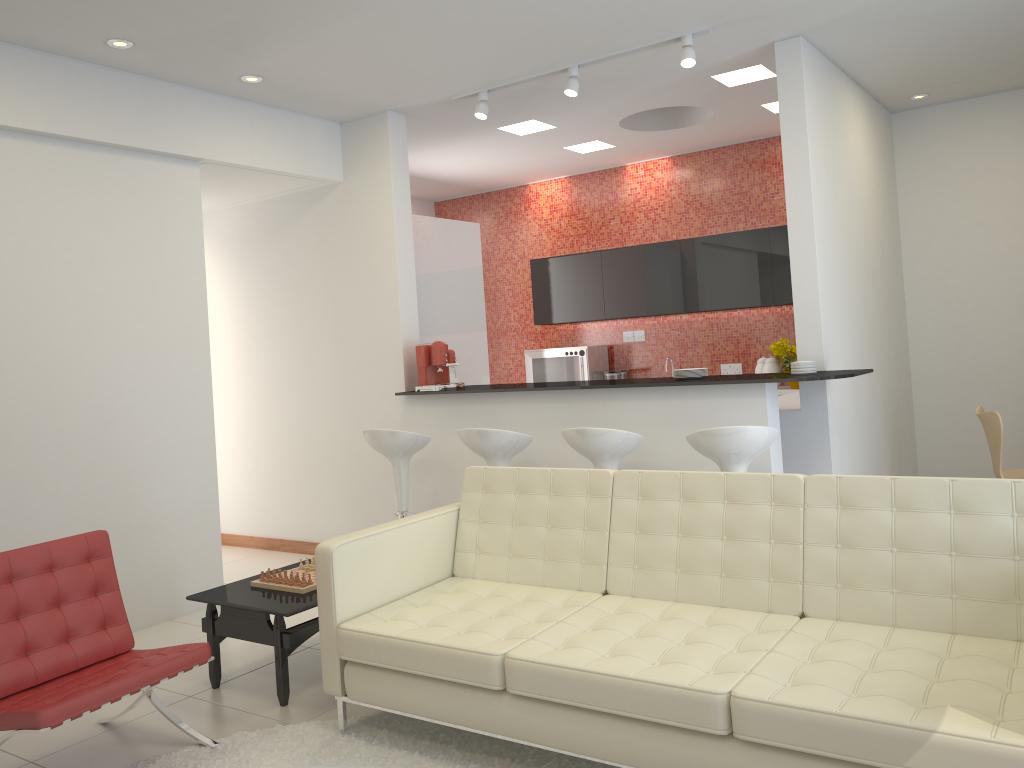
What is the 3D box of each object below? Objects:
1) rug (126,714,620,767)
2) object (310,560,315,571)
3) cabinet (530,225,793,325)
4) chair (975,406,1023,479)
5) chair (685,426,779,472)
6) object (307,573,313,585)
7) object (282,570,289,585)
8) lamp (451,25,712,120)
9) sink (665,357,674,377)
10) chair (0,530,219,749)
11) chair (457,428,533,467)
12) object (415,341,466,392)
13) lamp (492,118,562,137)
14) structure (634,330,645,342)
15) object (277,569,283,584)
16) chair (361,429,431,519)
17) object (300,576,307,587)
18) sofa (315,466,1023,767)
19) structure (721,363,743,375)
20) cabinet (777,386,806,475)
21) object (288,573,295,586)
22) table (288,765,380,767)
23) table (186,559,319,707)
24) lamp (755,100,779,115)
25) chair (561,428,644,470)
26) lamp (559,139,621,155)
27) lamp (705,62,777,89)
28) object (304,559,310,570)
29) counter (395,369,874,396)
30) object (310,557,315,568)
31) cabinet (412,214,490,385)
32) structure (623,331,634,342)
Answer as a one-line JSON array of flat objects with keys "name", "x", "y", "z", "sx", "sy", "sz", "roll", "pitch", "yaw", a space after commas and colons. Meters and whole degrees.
[{"name": "rug", "x": -0.154, "y": 1.373, "z": 2.204, "sx": 3.321, "sy": 0.004, "sz": 2.447, "roll": -2, "pitch": 3, "yaw": 36}, {"name": "object", "x": -0.977, "y": 0.886, "z": 4.335, "sx": 0.030, "sy": 0.050, "sz": 0.030, "roll": -4, "pitch": -1, "yaw": 42}, {"name": "cabinet", "x": 1.628, "y": -0.981, "z": 8.086, "sx": 3.236, "sy": 0.660, "sz": 0.352, "roll": -2, "pitch": 0, "yaw": 35}, {"name": "chair", "x": 3.163, "y": 0.594, "z": 5.420, "sx": 0.515, "sy": 0.908, "sz": 0.521, "roll": -4, "pitch": 0, "yaw": 19}, {"name": "chair", "x": 1.140, "y": 0.702, "z": 4.465, "sx": 0.456, "sy": 1.022, "sz": 0.465, "roll": -4, "pitch": -1, "yaw": 21}, {"name": "object", "x": -0.927, "y": 0.893, "z": 4.057, "sx": 0.030, "sy": 0.050, "sz": 0.030, "roll": -4, "pitch": -1, "yaw": 42}, {"name": "object", "x": -1.048, "y": 0.892, "z": 4.092, "sx": 0.030, "sy": 0.064, "sz": 0.030, "roll": -4, "pitch": -1, "yaw": 42}, {"name": "lamp", "x": 0.359, "y": -1.883, "z": 5.498, "sx": 1.818, "sy": 0.199, "sz": 0.112, "roll": -2, "pitch": 0, "yaw": 35}, {"name": "sink", "x": 1.442, "y": 0.023, "z": 8.157, "sx": 0.807, "sy": 0.538, "sz": 0.417, "roll": -3, "pitch": 0, "yaw": 35}, {"name": "chair", "x": -1.624, "y": 1.026, "z": 3.274, "sx": 0.705, "sy": 0.818, "sz": 0.701, "roll": -4, "pitch": 0, "yaw": 30}, {"name": "chair", "x": -0.064, "y": 0.751, "z": 5.293, "sx": 0.465, "sy": 1.022, "sz": 0.456, "roll": -3, "pitch": -1, "yaw": -44}, {"name": "object", "x": -0.450, "y": -0.130, "z": 6.076, "sx": 0.320, "sy": 0.337, "sz": 0.321, "roll": -4, "pitch": 0, "yaw": 35}, {"name": "lamp", "x": 0.118, "y": -2.037, "z": 6.984, "sx": 0.408, "sy": 0.034, "sz": 0.409, "roll": -2, "pitch": 3, "yaw": 35}, {"name": "structure", "x": 1.235, "y": -0.465, "z": 8.579, "sx": 0.114, "sy": 0.104, "sz": 0.008, "roll": -3, "pitch": -1, "yaw": 35}, {"name": "object", "x": -1.081, "y": 0.891, "z": 4.115, "sx": 0.030, "sy": 0.069, "sz": 0.030, "roll": -4, "pitch": -1, "yaw": 42}, {"name": "chair", "x": -0.715, "y": 0.777, "z": 5.743, "sx": 0.465, "sy": 1.022, "sz": 0.456, "roll": -3, "pitch": -1, "yaw": -44}, {"name": "object", "x": -0.949, "y": 0.898, "z": 4.024, "sx": 0.030, "sy": 0.044, "sz": 0.030, "roll": -4, "pitch": 0, "yaw": 42}, {"name": "sofa", "x": 0.561, "y": 0.829, "z": 3.130, "sx": 2.560, "sy": 0.923, "sz": 1.002, "roll": -3, "pitch": 1, "yaw": 35}, {"name": "structure", "x": 1.997, "y": -0.134, "z": 8.055, "sx": 0.198, "sy": 0.099, "sz": 0.016, "roll": -3, "pitch": 0, "yaw": 35}, {"name": "cabinet", "x": 1.089, "y": 0.623, "z": 7.204, "sx": 3.329, "sy": 0.985, "sz": 2.499, "roll": -3, "pitch": 2, "yaw": 35}, {"name": "object", "x": -1.015, "y": 0.895, "z": 4.069, "sx": 0.030, "sy": 0.055, "sz": 0.030, "roll": -4, "pitch": -1, "yaw": 42}, {"name": "table", "x": -0.630, "y": 1.227, "z": 1.556, "sx": 1.318, "sy": 0.404, "sz": 1.540, "roll": -3, "pitch": 2, "yaw": 34}, {"name": "table", "x": -0.944, "y": 1.143, "z": 4.239, "sx": 0.699, "sy": 0.423, "sz": 0.918, "roll": -3, "pitch": 2, "yaw": 35}, {"name": "lamp", "x": 2.135, "y": -2.162, "z": 6.802, "sx": 0.408, "sy": 0.034, "sz": 0.409, "roll": -2, "pitch": 3, "yaw": 35}, {"name": "chair", "x": 0.537, "y": 0.726, "z": 4.878, "sx": 0.465, "sy": 1.022, "sz": 0.456, "roll": -3, "pitch": -1, "yaw": -44}, {"name": "lamp", "x": 0.683, "y": -2.104, "z": 7.805, "sx": 0.408, "sy": 0.034, "sz": 0.409, "roll": -2, "pitch": 3, "yaw": 35}, {"name": "lamp", "x": 1.570, "y": -2.095, "z": 5.982, "sx": 0.408, "sy": 0.034, "sz": 0.409, "roll": -2, "pitch": 3, "yaw": 35}, {"name": "object", "x": -1.010, "y": 0.887, "z": 4.358, "sx": 0.030, "sy": 0.050, "sz": 0.030, "roll": -4, "pitch": -1, "yaw": 42}, {"name": "counter", "x": 0.621, "y": -0.003, "z": 5.549, "sx": 2.959, "sy": 0.019, "sz": 0.737, "roll": -2, "pitch": 3, "yaw": 35}, {"name": "object", "x": -0.988, "y": 0.883, "z": 4.391, "sx": 0.030, "sy": 0.052, "sz": 0.030, "roll": -4, "pitch": -1, "yaw": 27}, {"name": "cabinet", "x": -1.155, "y": -0.006, "z": 7.328, "sx": 1.634, "sy": 2.526, "sz": 1.058, "roll": -4, "pitch": -1, "yaw": 35}, {"name": "structure", "x": 1.137, "y": -0.461, "z": 8.644, "sx": 0.114, "sy": 0.104, "sz": 0.013, "roll": -3, "pitch": -1, "yaw": 35}]
